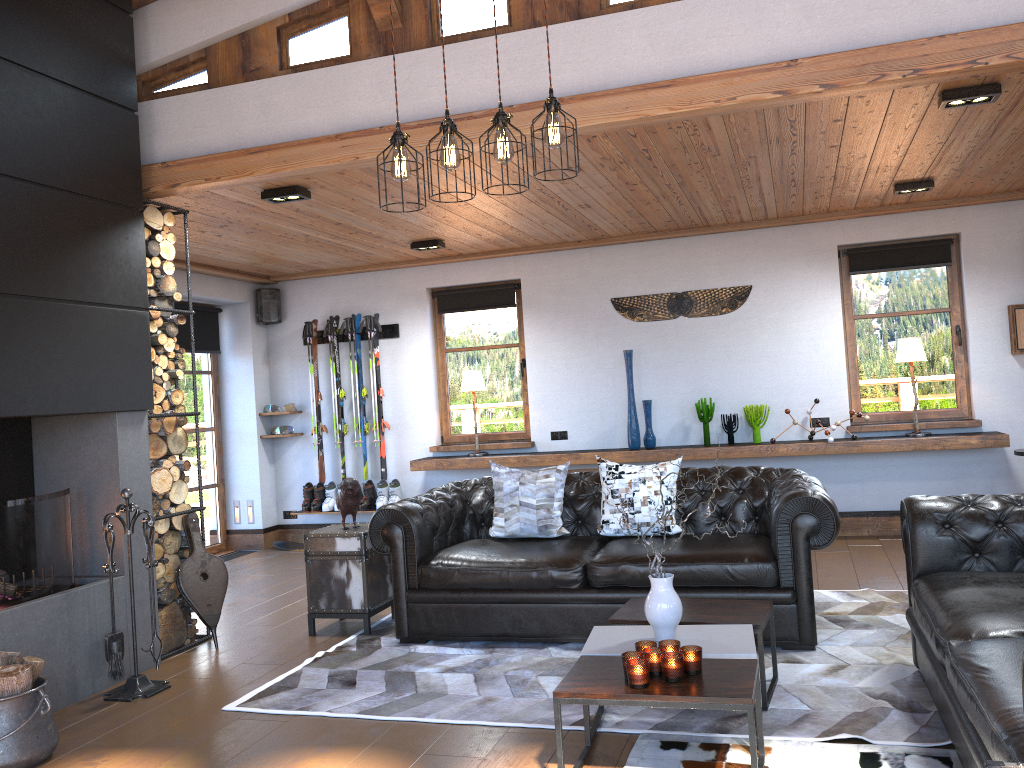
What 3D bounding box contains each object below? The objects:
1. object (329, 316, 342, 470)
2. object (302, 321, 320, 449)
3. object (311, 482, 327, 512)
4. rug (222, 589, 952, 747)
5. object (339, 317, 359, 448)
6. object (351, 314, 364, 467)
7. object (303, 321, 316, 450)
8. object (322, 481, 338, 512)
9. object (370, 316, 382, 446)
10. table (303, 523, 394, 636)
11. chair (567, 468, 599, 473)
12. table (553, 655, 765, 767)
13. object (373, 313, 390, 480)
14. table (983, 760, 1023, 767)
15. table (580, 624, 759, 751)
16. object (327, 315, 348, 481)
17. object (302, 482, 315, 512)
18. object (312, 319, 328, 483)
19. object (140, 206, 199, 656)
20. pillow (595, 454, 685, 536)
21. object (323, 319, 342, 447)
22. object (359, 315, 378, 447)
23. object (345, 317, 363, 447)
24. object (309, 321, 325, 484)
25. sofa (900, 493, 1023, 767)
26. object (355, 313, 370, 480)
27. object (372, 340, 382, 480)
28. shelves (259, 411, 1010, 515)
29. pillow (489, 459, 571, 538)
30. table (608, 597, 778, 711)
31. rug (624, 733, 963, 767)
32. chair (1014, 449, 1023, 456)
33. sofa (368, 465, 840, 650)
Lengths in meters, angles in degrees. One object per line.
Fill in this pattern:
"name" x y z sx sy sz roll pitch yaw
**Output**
"object" -1.723 0.138 8.689 0.072 1.622 0.112 -4 -1 17
"object" -1.967 0.015 8.657 0.121 1.250 0.059 -4 -1 -1
"object" -1.870 1.086 8.567 0.115 0.270 0.254 -4 -1 23
"rug" 0.955 1.324 4.597 4.015 0.053 2.449 -4 -1 18
"object" -1.556 -0.015 8.465 0.122 1.250 0.058 -3 -2 -26
"object" -1.502 0.124 8.654 0.072 1.622 0.112 -4 -1 17
"object" -1.955 0.013 8.576 0.059 1.250 0.121 -4 -1 0
"object" -1.753 1.078 8.532 0.115 0.270 0.254 -4 -1 23
"object" -1.278 -0.033 8.462 0.122 1.250 0.058 -3 -2 -21
"table" -0.981 1.182 5.424 0.414 0.609 0.408 -4 -1 17
"chair" 0.589 1.065 7.237 0.437 0.717 0.445 -4 -1 21
"table" 0.517 1.176 3.048 0.646 0.350 0.403 -4 -1 17
"object" -1.231 0.120 8.503 0.094 1.607 0.116 -4 -1 17
"table" 1.041 1.000 1.428 0.414 0.609 0.408 -4 -1 17
"table" 0.628 1.175 3.475 0.647 0.350 0.402 -4 -1 12
"object" -1.687 0.135 8.592 0.103 1.622 0.255 -4 -1 14
"object" -1.981 1.094 8.603 0.116 0.270 0.252 -4 -1 8
"object" -1.866 0.164 8.694 0.094 1.607 0.116 -4 -1 17
"object" -2.226 0.262 5.247 0.463 2.612 0.497 -4 -1 17
"pillow" 0.750 0.640 5.206 0.524 0.469 0.285 -4 -1 20
"object" -1.745 -0.001 8.590 0.121 1.250 0.059 -4 -1 -1
"object" -1.359 -0.028 8.391 0.122 1.250 0.058 -3 -1 -16
"object" -1.523 -0.016 8.523 0.121 1.250 0.059 -4 -1 -1
"object" -1.954 0.185 8.732 0.094 1.607 0.116 -4 -1 17
"sofa" 1.998 0.840 2.749 1.231 0.838 2.583 -4 -1 17
"object" -1.434 0.119 8.623 0.072 1.622 0.112 -4 -1 17
"object" -1.319 0.141 8.541 0.094 1.607 0.116 -4 -1 17
"shelves" 0.699 0.567 7.929 6.596 0.989 0.616 -4 -1 17
"pillow" 0.105 0.685 5.400 0.524 0.469 0.285 -4 -1 20
"table" 0.803 1.169 3.902 0.644 0.350 0.403 -4 -1 22
"rug" 1.033 1.277 1.285 2.414 0.053 3.835 -4 -1 18
"chair" 3.885 0.839 6.447 0.390 0.721 0.395 -4 -1 17
"sofa" 0.568 0.964 5.207 2.549 0.838 1.247 -4 -1 16
